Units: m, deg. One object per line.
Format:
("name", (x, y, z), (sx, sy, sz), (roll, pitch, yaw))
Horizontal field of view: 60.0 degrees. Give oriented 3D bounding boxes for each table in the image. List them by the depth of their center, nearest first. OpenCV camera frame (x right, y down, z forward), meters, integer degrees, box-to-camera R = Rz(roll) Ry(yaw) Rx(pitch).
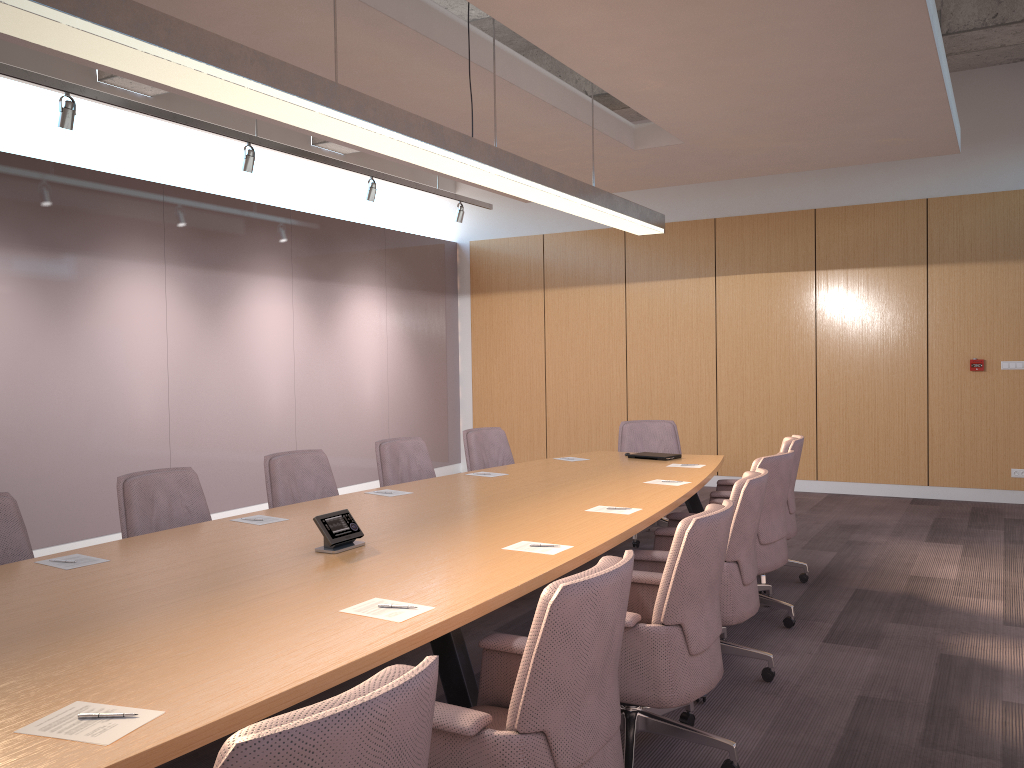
("table", (-0.808, 1.027, 3.309), (1.885, 0.748, 8.000), (0, 2, 29))

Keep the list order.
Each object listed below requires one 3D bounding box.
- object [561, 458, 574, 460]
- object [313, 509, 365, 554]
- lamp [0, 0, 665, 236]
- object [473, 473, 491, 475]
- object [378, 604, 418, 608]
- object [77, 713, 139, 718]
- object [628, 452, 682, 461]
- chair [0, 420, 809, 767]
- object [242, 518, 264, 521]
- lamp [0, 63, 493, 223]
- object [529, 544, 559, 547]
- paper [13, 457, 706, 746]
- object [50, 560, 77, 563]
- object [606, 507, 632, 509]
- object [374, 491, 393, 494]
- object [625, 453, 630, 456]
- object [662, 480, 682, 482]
("object", (0.399, 0.542, 6.459), (0.125, 0.009, 0.009), (0, 2, 37))
("object", (-0.676, 0.576, 3.484), (0.110, 0.139, 0.200), (0, 2, 29))
("lamp", (-0.661, -1.937, 3.555), (0.200, 1.864, 6.974), (0, 2, 29))
("object", (-0.193, 0.573, 5.661), (0.125, 0.009, 0.009), (0, 2, 22))
("object", (-0.337, 0.657, 2.620), (0.125, 0.009, 0.009), (-1, 2, 13))
("object", (-0.836, 0.686, 1.837), (0.125, 0.009, 0.009), (-1, 2, -1))
("object", (1.037, 0.525, 6.451), (0.325, 0.026, 0.231), (0, 2, 42))
("chair", (-0.868, 0.929, 3.218), (3.001, 0.948, 9.673), (0, 2, 30))
("object", (-1.213, 0.631, 4.137), (0.125, 0.009, 0.009), (0, 2, 19))
("lamp", (-0.681, -2.204, 3.437), (5.699, 1.321, 12.467), (0, 2, 29))
("object", (0.129, 0.627, 3.444), (0.125, 0.009, 0.009), (-1, 2, 13))
("paper", (-0.775, 0.649, 3.383), (1.713, 0.001, 6.800), (0, 2, 29))
("object", (-1.678, 0.661, 3.311), (0.125, 0.009, 0.009), (0, 2, 16))
("object", (0.517, 0.599, 4.271), (0.125, 0.009, 0.009), (-1, 2, 12))
("object", (-0.718, 0.602, 4.928), (0.125, 0.009, 0.009), (0, 2, 24))
("object", (0.865, 0.525, 6.646), (0.039, 0.019, 0.070), (0, 2, 23))
("object", (0.935, 0.568, 5.171), (0.125, 0.009, 0.009), (0, 2, 21))
